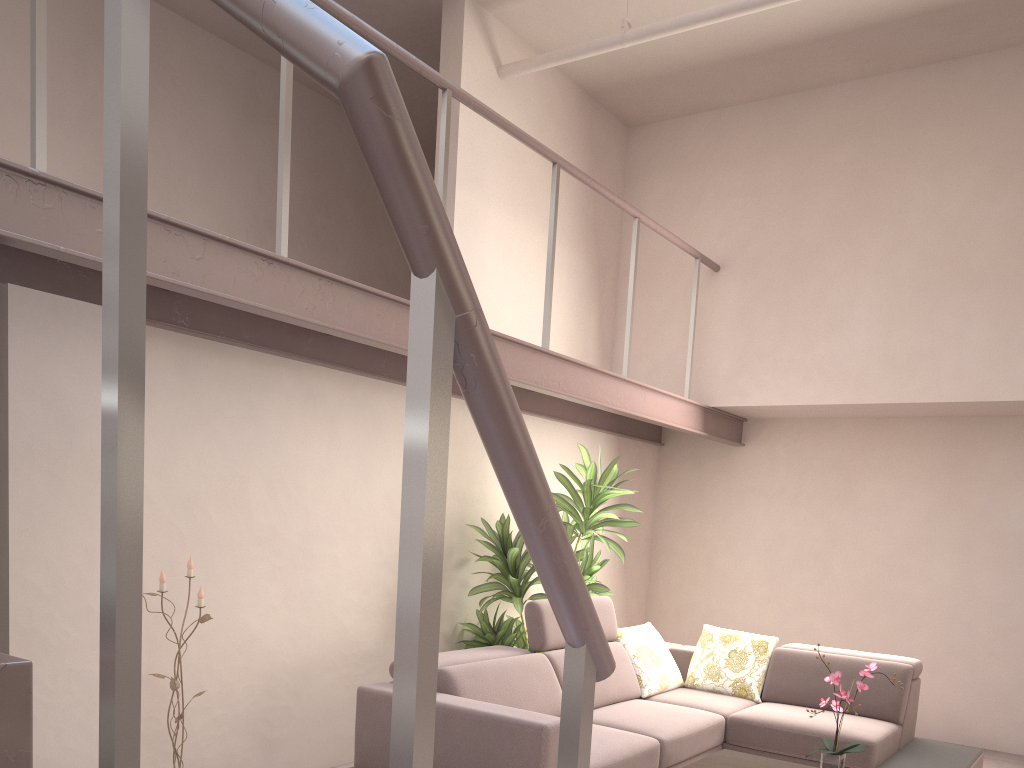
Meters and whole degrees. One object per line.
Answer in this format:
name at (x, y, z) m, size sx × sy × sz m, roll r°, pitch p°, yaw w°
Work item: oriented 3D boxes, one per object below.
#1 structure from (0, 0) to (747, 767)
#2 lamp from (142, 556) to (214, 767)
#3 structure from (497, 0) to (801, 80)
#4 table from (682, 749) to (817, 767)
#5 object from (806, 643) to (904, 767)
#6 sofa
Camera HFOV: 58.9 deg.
structure at (0.636, 0.299, 3.481) m, size 3.703 × 3.244 × 7.330 m, roll 2°, pitch -6°, yaw 35°
lamp at (-1.425, 1.267, 3.742) m, size 0.343 × 1.146 × 0.226 m, roll 1°, pitch 6°, yaw -22°
structure at (1.601, -2.030, 4.267) m, size 4.052 × 0.333 × 0.109 m, roll -2°, pitch 1°, yaw 34°
table at (1.260, 1.804, 3.629) m, size 1.174 × 0.352 × 0.718 m, roll -1°, pitch -7°, yaw 34°
object at (1.334, 1.332, 3.609) m, size 0.362 × 0.606 × 0.300 m, roll 5°, pitch 4°, yaw 29°
sofa at (0.906, 1.594, 4.387) m, size 2.119 × 0.952 × 3.215 m, roll -1°, pitch -8°, yaw 35°
